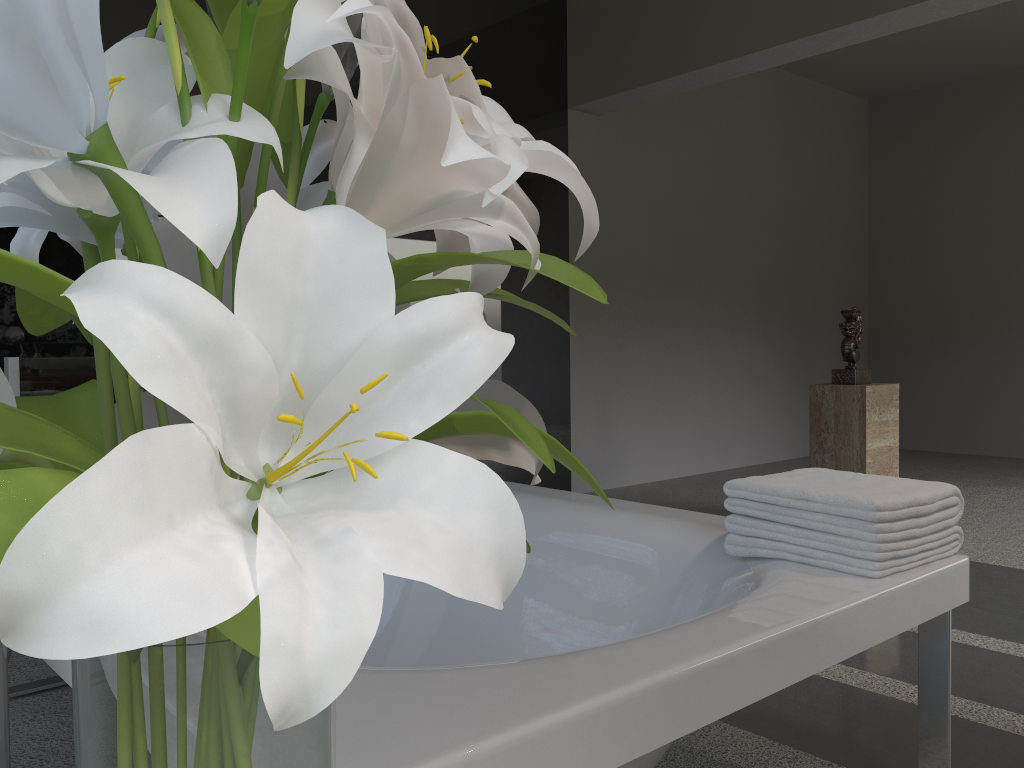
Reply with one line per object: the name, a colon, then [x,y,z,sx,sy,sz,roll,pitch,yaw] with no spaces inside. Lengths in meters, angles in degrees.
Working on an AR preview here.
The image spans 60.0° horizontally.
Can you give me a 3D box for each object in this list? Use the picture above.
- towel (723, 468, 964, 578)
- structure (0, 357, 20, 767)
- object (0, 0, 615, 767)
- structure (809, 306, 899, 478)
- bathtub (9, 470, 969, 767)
towel: [0.609,0.250,1.648,0.305,0.145,0.322,-2,3,-38]
structure: [-0.800,0.395,1.535,0.330,0.884,0.402,-2,2,-41]
object: [-0.164,-0.010,0.490,0.460,0.795,0.450,-1,2,-14]
structure: [1.662,0.160,4.307,0.328,1.074,0.292,-2,2,-41]
bathtub: [-0.314,0.561,1.905,1.328,0.504,1.958,-3,3,-41]
